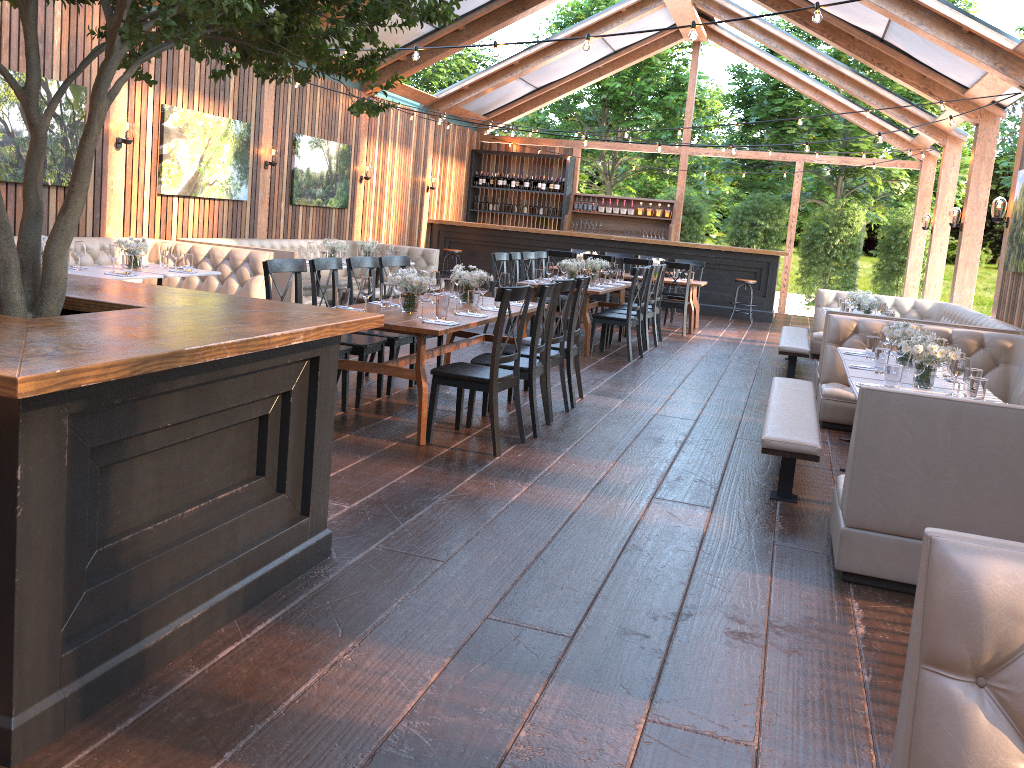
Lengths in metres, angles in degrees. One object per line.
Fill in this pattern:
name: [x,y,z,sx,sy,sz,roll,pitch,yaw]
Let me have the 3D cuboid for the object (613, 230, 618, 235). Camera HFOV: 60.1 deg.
object: [2.186,-3.183,18.613,0.124,0.095,0.125,6,9,6]

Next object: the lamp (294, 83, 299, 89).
lamp: [-2.221,-3.114,9.151,0.071,0.115,0.056,12,10,39]

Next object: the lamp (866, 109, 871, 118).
lamp: [4.023,-3.053,9.983,0.056,0.113,0.076,7,8,15]

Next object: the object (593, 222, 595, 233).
object: [1.762,-3.334,18.813,0.092,0.242,0.093,4,7,-8]

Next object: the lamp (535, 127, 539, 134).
lamp: [0.400,-4.112,14.359,0.056,0.119,0.057,2,8,-23]

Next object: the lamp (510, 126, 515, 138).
lamp: [0.007,-2.596,9.118,0.056,0.119,0.056,11,9,36]

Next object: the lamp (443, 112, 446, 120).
lamp: [-1.094,-4.357,14.387,0.061,0.118,0.056,10,9,33]

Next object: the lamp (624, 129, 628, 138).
lamp: [1.514,-3.311,11.699,0.057,0.119,0.057,7,8,11]

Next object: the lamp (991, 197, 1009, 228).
lamp: [5.133,-1.808,9.307,0.178,0.317,0.147,8,8,17]

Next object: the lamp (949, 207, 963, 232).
lamp: [5.974,-2.220,11.915,0.178,0.317,0.147,8,8,17]

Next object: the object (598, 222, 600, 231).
object: [1.860,-3.320,18.786,0.092,0.242,0.093,4,7,-8]

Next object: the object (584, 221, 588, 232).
object: [1.563,-3.342,18.760,0.093,0.242,0.092,11,9,37]

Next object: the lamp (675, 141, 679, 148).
lamp: [2.675,-3.879,14.342,0.057,0.120,0.056,12,10,42]

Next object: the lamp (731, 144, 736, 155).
lamp: [2.290,-2.419,9.127,0.056,0.119,0.057,2,8,-23]

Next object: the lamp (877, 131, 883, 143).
lamp: [3.808,-2.548,9.137,0.059,0.118,0.057,-2,10,-41]

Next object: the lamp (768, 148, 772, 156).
lamp: [4.189,-3.760,14.344,0.056,0.120,0.056,10,9,33]

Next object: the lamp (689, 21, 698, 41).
lamp: [1.140,-2.217,5.552,0.056,0.120,0.056,9,8,26]

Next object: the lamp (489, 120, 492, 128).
lamp: [-0.353,-4.220,14.366,0.056,0.118,0.059,1,9,-29]

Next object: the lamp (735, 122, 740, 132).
lamp: [2.769,-3.157,10.860,0.056,0.119,0.057,4,8,-7]

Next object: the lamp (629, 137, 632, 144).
lamp: [1.920,-3.947,14.335,0.056,0.119,0.057,8,8,23]

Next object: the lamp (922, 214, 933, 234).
lamp: [6.818,-2.635,14.532,0.178,0.317,0.147,8,8,17]

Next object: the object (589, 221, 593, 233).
object: [1.669,-3.328,18.736,0.092,0.242,0.093,4,7,-8]

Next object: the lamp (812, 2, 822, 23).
lamp: [1.774,-2.155,5.131,0.056,0.120,0.056,9,9,29]

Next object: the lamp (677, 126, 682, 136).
lamp: [2.138,-3.223,11.276,0.057,0.120,0.056,10,9,31]

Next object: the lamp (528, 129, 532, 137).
lamp: [0.260,-3.563,12.549,0.056,0.118,0.060,5,8,-3]

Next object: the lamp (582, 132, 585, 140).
lamp: [1.156,-4.025,14.352,0.056,0.119,0.057,1,8,-27]

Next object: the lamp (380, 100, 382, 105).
lamp: [-2.127,-4.515,14.237,0.056,0.117,0.065,2,8,-23]

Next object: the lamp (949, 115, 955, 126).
lamp: [4.549,-2.722,9.147,0.069,0.116,0.057,9,8,24]

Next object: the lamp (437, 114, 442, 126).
lamp: [-0.745,-2.731,9.137,0.056,0.120,0.057,6,8,4]

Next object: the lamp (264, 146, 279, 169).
lamp: [-3.227,-3.045,11.906,0.178,0.317,0.147,8,8,17]

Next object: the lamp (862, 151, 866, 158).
lamp: [5.715,-3.723,14.358,0.056,0.120,0.057,5,8,-5]

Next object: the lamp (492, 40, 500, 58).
lamp: [-0.114,-2.422,6.399,0.056,0.120,0.057,4,8,-8]

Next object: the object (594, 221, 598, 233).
object: [1.763,-3.312,18.696,0.092,0.242,0.093,4,7,-8]

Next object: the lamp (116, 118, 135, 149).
lamp: [-4.063,-2.635,9.314,0.178,0.317,0.147,8,8,17]

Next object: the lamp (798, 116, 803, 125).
lamp: [3.386,-3.098,10.407,0.056,0.113,0.075,1,9,-27]

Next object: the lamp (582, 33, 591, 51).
lamp: [0.504,-2.308,5.971,0.056,0.120,0.057,0,9,-32]

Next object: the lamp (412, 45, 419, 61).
lamp: [-0.740,-2.553,6.824,0.056,0.120,0.056,10,9,32]

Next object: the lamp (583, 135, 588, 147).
lamp: [0.760,-2.504,9.132,0.056,0.119,0.056,8,8,22]

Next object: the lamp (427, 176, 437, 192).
lamp: [-1.542,-3.871,17.132,0.178,0.317,0.147,8,8,17]

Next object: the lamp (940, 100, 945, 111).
lamp: [4.658,-3.015,9.571,0.056,0.117,0.065,4,8,-9]

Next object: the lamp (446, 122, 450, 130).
lamp: [-0.964,-3.915,13.412,0.056,0.120,0.056,10,9,33]

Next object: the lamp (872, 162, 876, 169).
lamp: [6.141,-3.697,14.989,0.056,0.119,0.057,9,8,25]

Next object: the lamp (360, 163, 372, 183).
lamp: [-2.386,-3.457,14.514,0.178,0.317,0.147,8,8,17]

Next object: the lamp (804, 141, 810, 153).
lamp: [3.051,-2.451,9.138,0.056,0.119,0.057,7,8,14]

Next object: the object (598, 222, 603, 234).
object: [1.866,-3.298,18.673,0.092,0.242,0.093,4,7,-8]

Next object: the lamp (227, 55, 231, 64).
lamp: [-2.940,-3.366,9.159,0.061,0.118,0.056,11,10,39]

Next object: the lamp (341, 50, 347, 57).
lamp: [-1.364,-2.704,7.233,0.067,0.116,0.057,2,8,-19]

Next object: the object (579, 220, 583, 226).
object: [1.457,-3.359,18.801,0.093,0.242,0.092,11,9,37]

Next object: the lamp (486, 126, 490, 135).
lamp: [-0.353,-3.719,12.986,0.056,0.120,0.057,-1,10,-39]

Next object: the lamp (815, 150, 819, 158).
lamp: [4.952,-3.726,14.352,0.056,0.120,0.057,7,8,10]

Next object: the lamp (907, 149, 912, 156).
lamp: [6.462,-3.763,14.378,0.057,0.117,0.067,9,8,24]

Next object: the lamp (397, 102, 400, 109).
lamp: [-1.840,-4.521,14.375,0.056,0.119,0.057,2,8,-22]

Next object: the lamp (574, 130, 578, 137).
lamp: [0.883,-3.427,12.132,0.056,0.120,0.057,3,8,-15]

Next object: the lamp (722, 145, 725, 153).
lamp: [3.432,-3.814,14.343,0.056,0.120,0.056,11,9,36]

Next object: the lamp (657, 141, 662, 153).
lamp: [1.523,-2.440,9.125,0.056,0.120,0.057,7,8,16]

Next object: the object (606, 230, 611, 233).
object: [2.027,-3.196,18.604,0.124,0.095,0.124,10,10,28]

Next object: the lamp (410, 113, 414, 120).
lamp: [-1.563,-4.177,13.823,0.066,0.117,0.057,-2,11,-43]

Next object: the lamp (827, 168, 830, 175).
lamp: [5.516,-3.700,15.421,0.065,0.117,0.057,8,8,19]

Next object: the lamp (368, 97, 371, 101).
lamp: [-1.488,-2.902,9.144,0.056,0.119,0.057,-2,11,-45]

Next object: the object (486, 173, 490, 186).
object: [-0.542,-4.443,19.263,0.136,0.313,0.137,2,8,-21]
